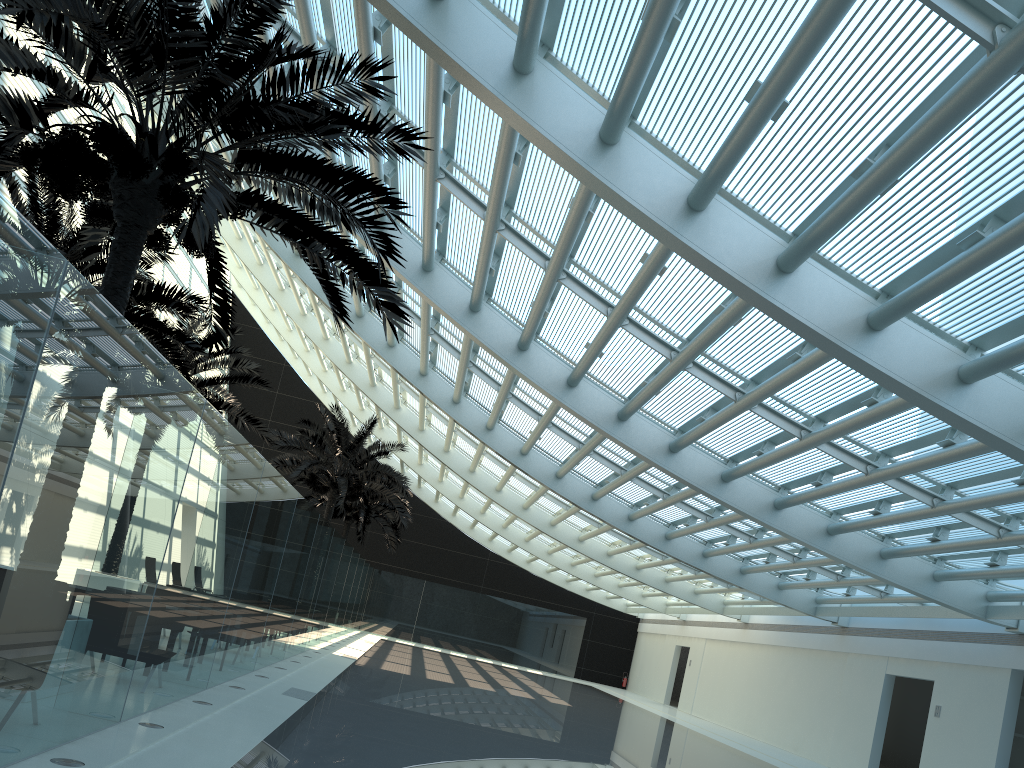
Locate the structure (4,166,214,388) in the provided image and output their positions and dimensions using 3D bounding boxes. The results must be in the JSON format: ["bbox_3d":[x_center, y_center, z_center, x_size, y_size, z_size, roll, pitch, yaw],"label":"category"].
[{"bbox_3d":[-7.228,-0.063,12.883,4.744,6.632,4.310,17,-10,-25],"label":"structure"}]

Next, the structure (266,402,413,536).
[{"bbox_3d":[-5.642,4.099,26.588,4.867,6.813,4.533,15,-9,-10],"label":"structure"}]

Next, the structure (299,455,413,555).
[{"bbox_3d":[-6.521,6.209,34.724,4.555,6.811,4.846,17,-10,-25],"label":"structure"}]

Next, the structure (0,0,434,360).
[{"bbox_3d":[-3.513,-0.844,7.468,4.784,6.812,4.610,11,-9,14],"label":"structure"}]

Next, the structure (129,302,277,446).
[{"bbox_3d":[-8.086,1.407,18.861,4.242,6.690,4.819,8,-10,29],"label":"structure"}]
